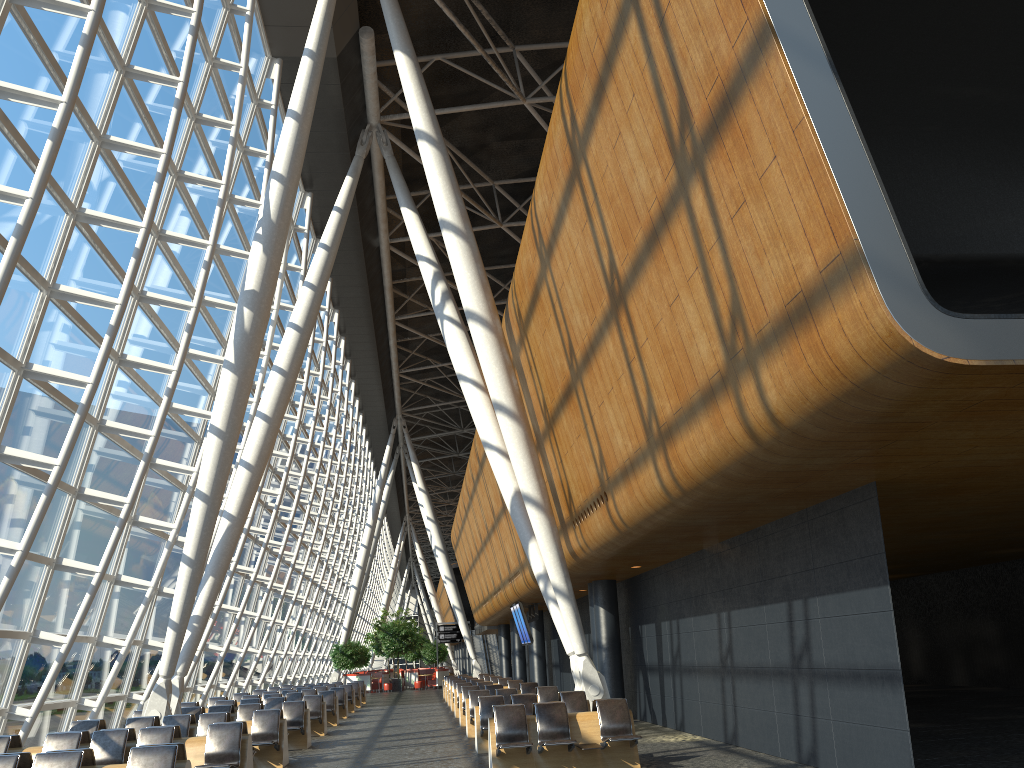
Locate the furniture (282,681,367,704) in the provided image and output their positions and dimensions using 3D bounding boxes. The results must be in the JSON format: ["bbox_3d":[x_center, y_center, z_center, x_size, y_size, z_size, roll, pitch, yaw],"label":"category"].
[{"bbox_3d":[-7.302,12.013,34.139,3.249,0.850,1.701,-1,-16,-6],"label":"furniture"}]

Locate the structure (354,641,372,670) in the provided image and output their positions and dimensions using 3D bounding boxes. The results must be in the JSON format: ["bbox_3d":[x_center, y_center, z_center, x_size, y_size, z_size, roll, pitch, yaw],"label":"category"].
[{"bbox_3d":[-9.248,16.794,52.557,1.856,2.789,1.801,-14,-17,40],"label":"structure"}]

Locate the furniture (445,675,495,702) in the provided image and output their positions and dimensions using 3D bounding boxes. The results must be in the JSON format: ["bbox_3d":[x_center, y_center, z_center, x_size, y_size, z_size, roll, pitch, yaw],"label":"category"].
[{"bbox_3d":[-1.484,11.060,32.056,1.896,0.850,1.701,-1,-16,-6],"label":"furniture"}]

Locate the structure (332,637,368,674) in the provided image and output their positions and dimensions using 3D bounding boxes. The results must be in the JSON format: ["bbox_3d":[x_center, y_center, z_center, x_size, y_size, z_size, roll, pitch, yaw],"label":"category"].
[{"bbox_3d":[-8.912,15.441,48.427,1.926,2.903,1.900,5,-16,-32],"label":"structure"}]

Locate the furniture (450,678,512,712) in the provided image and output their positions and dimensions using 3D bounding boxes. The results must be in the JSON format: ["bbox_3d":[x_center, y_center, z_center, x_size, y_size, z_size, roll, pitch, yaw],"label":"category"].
[{"bbox_3d":[-0.875,9.222,26.209,1.896,0.850,1.701,-1,-16,-6],"label":"furniture"}]

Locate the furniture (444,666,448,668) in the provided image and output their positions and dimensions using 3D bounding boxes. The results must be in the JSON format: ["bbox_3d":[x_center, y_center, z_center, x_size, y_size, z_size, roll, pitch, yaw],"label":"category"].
[{"bbox_3d":[-7.006,27.715,85.034,1.896,0.850,1.701,-1,-16,-6],"label":"furniture"}]

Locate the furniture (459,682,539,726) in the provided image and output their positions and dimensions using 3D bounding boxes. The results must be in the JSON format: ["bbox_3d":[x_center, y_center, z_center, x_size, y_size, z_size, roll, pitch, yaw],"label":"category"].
[{"bbox_3d":[-0.266,7.384,20.363,1.896,0.850,1.701,-1,-16,-6],"label":"furniture"}]

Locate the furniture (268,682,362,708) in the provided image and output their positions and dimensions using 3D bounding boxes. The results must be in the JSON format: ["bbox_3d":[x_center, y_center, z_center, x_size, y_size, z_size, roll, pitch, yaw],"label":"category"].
[{"bbox_3d":[-6.997,11.094,31.216,3.249,0.850,1.701,-1,-16,-6],"label":"furniture"}]

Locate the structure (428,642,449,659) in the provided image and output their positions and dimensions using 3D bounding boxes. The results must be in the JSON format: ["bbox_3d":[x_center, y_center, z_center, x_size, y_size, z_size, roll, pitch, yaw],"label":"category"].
[{"bbox_3d":[-5.763,21.078,67.268,1.960,2.929,1.903,-14,-17,40],"label":"structure"}]

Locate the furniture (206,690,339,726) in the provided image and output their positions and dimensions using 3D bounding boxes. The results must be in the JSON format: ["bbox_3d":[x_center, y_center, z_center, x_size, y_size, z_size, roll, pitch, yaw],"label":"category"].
[{"bbox_3d":[-6.083,8.337,22.446,3.249,0.850,1.701,-1,-16,-6],"label":"furniture"}]

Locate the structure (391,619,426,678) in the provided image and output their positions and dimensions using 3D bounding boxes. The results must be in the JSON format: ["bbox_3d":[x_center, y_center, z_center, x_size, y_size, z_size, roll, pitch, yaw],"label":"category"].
[{"bbox_3d":[-7.982,19.665,64.861,3.103,4.434,5.864,-7,-16,15],"label":"structure"}]

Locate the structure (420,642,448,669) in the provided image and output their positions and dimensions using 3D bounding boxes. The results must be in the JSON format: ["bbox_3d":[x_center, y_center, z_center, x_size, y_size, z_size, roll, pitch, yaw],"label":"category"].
[{"bbox_3d":[-5.022,18.000,57.072,1.803,2.718,1.750,-14,-17,40],"label":"structure"}]

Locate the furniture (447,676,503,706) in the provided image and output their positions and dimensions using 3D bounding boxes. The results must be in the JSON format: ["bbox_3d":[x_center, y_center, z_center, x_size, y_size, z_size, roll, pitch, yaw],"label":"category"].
[{"bbox_3d":[-1.180,10.141,29.133,1.896,0.850,1.701,-1,-16,-6],"label":"furniture"}]

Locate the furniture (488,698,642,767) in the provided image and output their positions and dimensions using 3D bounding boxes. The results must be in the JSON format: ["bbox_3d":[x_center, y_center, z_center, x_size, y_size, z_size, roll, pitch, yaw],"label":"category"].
[{"bbox_3d":[0.649,4.627,11.593,1.896,0.850,1.701,-1,-16,-6],"label":"furniture"}]

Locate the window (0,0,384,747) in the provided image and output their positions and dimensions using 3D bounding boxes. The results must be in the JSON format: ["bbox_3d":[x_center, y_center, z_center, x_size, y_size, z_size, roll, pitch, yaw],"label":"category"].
[{"bbox_3d":[-12.472,17.876,74.069,3.718,13.719,170.390,-2,-17,-6],"label":"window"}]

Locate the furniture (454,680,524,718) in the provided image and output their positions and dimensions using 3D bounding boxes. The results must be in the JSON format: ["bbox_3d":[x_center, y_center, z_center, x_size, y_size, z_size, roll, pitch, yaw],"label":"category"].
[{"bbox_3d":[-0.570,8.303,23.286,1.896,0.850,1.701,-1,-16,-6],"label":"furniture"}]

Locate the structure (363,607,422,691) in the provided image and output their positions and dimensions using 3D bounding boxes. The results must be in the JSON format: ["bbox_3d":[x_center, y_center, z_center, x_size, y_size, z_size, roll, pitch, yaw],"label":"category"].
[{"bbox_3d":[-6.792,14.784,49.261,3.093,4.433,5.943,0,-15,-14],"label":"structure"}]

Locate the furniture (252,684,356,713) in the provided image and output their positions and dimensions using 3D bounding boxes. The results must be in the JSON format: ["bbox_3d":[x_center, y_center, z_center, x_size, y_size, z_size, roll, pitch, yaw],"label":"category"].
[{"bbox_3d":[-6.693,10.175,28.293,3.249,0.850,1.701,-1,-16,-6],"label":"furniture"}]

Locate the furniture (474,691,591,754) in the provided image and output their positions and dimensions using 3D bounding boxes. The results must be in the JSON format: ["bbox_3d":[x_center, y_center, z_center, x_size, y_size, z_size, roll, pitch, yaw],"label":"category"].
[{"bbox_3d":[0.344,5.546,14.517,1.896,0.850,1.701,-1,-16,-6],"label":"furniture"}]

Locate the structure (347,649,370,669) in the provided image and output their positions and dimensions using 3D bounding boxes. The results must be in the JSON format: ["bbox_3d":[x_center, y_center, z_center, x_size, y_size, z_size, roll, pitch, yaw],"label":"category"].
[{"bbox_3d":[-9.815,17.833,55.760,1.828,2.751,1.774,-14,-17,40],"label":"structure"}]

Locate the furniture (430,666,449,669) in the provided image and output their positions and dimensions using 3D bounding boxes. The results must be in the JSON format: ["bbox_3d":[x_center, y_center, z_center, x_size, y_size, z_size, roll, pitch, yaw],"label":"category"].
[{"bbox_3d":[-6.702,26.796,82.111,1.896,0.850,1.701,-1,-16,-6],"label":"furniture"}]

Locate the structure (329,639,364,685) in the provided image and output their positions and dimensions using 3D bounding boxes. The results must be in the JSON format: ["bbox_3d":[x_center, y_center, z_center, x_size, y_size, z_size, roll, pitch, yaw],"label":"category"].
[{"bbox_3d":[-8.523,14.641,45.589,1.803,2.718,1.750,-14,-17,40],"label":"structure"}]

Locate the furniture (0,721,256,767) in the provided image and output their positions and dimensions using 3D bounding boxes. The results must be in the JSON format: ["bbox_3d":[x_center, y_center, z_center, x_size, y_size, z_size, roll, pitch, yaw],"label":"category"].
[{"bbox_3d":[-4.864,4.661,10.753,3.249,0.850,1.701,-1,-16,-6],"label":"furniture"}]

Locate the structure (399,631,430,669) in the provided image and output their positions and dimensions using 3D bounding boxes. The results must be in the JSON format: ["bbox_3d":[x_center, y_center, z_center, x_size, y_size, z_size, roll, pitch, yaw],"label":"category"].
[{"bbox_3d":[-6.575,18.772,60.454,2.281,3.400,2.269,-4,-13,6],"label":"structure"}]

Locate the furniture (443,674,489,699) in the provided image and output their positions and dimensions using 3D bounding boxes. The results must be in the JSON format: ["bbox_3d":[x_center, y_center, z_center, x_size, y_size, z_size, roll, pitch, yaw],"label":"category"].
[{"bbox_3d":[-1.789,11.979,34.979,1.896,0.850,1.701,-1,-16,-6],"label":"furniture"}]

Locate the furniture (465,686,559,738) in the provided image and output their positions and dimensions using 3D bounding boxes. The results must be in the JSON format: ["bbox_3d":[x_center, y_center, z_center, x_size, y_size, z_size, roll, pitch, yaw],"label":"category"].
[{"bbox_3d":[0.039,6.465,17.440,1.896,0.850,1.701,-1,-16,-6],"label":"furniture"}]

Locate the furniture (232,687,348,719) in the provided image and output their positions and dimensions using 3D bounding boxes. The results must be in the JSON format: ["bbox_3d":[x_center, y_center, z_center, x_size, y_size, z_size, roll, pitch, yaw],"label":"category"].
[{"bbox_3d":[-6.388,9.256,25.370,3.249,0.850,1.701,-1,-16,-6],"label":"furniture"}]

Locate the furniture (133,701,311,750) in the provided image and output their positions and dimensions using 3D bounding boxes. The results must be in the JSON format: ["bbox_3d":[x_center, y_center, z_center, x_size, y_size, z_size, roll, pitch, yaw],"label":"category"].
[{"bbox_3d":[-5.474,6.499,16.600,3.249,0.850,1.701,-1,-16,-6],"label":"furniture"}]

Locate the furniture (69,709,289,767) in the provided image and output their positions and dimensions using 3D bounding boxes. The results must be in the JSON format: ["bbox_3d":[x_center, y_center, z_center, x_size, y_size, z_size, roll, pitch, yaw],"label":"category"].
[{"bbox_3d":[-5.169,5.580,13.677,3.249,0.850,1.701,-1,-16,-6],"label":"furniture"}]

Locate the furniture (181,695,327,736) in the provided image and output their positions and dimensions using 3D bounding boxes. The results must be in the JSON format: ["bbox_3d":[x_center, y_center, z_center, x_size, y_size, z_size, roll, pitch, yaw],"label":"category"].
[{"bbox_3d":[-5.778,7.418,19.523,3.249,0.850,1.701,-1,-16,-6],"label":"furniture"}]
